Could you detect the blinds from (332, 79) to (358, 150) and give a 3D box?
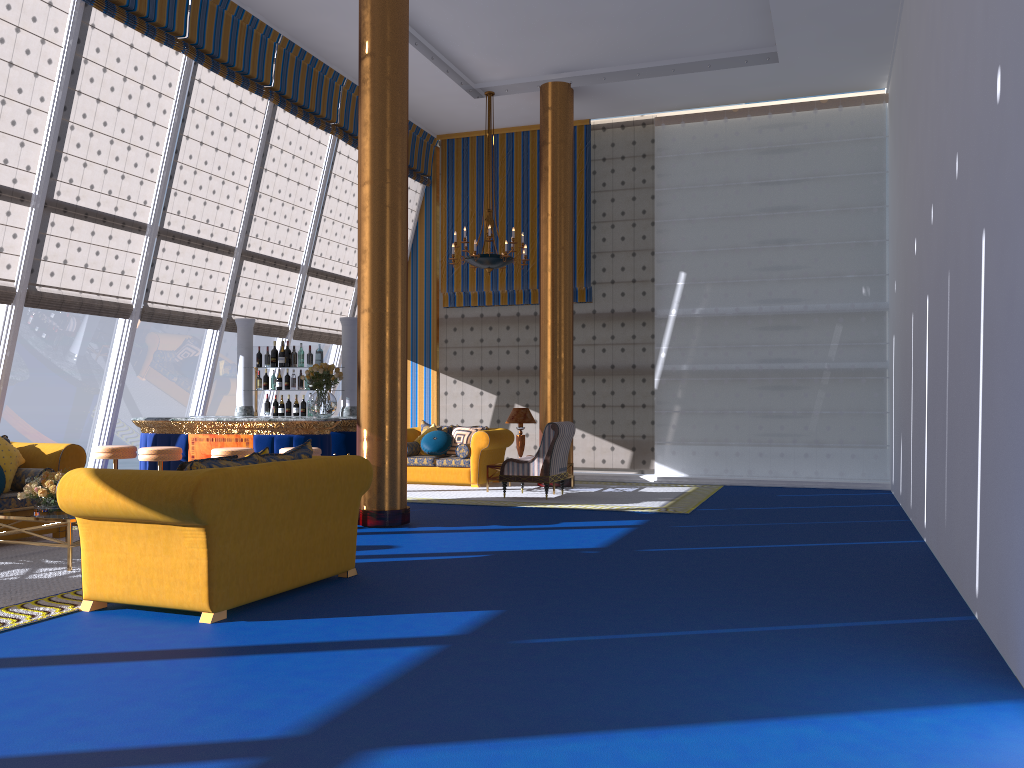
[{"bbox_3d":[-2.217,-3.863,13.237,0.336,0.830,1.535,0,-1,20],"label":"blinds"}]

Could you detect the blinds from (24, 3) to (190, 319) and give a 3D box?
[{"bbox_3d":[-4.118,-2.435,9.182,0.868,3.393,1.374,0,-1,20],"label":"blinds"}]

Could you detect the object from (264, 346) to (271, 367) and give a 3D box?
[{"bbox_3d":[-2.822,-0.313,10.243,0.073,0.246,0.072,0,-1,-21],"label":"object"}]

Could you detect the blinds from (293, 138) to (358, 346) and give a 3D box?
[{"bbox_3d":[-2.557,-2.330,13.484,0.868,3.393,1.374,0,-1,20],"label":"blinds"}]

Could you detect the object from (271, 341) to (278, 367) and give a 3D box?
[{"bbox_3d":[-2.715,-0.341,10.145,0.080,0.302,0.082,0,-1,25],"label":"object"}]

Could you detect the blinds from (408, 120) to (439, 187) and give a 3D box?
[{"bbox_3d":[-1.687,-3.827,14.697,0.336,0.830,1.535,0,-1,20],"label":"blinds"}]

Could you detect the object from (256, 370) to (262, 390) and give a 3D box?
[{"bbox_3d":[-2.893,-0.044,10.149,0.066,0.225,0.066,0,-1,-11],"label":"object"}]

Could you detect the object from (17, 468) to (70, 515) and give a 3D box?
[{"bbox_3d":[-3.486,0.828,6.826,0.454,0.388,0.504,0,-1,1],"label":"object"}]

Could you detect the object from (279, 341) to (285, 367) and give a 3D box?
[{"bbox_3d":[-2.615,-0.341,10.111,0.084,0.302,0.085,0,-1,14],"label":"object"}]

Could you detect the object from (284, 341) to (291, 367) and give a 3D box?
[{"bbox_3d":[-2.560,-0.342,10.119,0.080,0.302,0.082,0,-1,36],"label":"object"}]

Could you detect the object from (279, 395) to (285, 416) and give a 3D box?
[{"bbox_3d":[-2.626,0.246,10.124,0.068,0.244,0.068,0,-1,1],"label":"object"}]

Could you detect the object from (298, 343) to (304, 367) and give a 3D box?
[{"bbox_3d":[-2.390,-0.328,10.054,0.068,0.271,0.070,0,-1,30],"label":"object"}]

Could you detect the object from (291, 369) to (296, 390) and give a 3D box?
[{"bbox_3d":[-2.480,-0.053,10.072,0.057,0.239,0.057,0,-1,-6],"label":"object"}]

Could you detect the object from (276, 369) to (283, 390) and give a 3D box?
[{"bbox_3d":[-2.651,-0.051,10.110,0.068,0.244,0.068,0,-1,1],"label":"object"}]

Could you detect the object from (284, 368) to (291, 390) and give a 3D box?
[{"bbox_3d":[-2.555,-0.055,10.094,0.065,0.244,0.065,0,-1,1],"label":"object"}]

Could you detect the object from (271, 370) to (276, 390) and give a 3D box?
[{"bbox_3d":[-2.725,-0.047,10.134,0.059,0.230,0.058,0,-1,-21],"label":"object"}]

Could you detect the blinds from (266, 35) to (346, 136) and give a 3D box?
[{"bbox_3d":[-2.746,-3.899,11.780,0.336,0.830,1.535,0,-1,20],"label":"blinds"}]

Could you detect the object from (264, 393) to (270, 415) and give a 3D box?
[{"bbox_3d":[-2.797,0.229,10.143,0.071,0.242,0.071,0,-1,1],"label":"object"}]

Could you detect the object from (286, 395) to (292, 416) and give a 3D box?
[{"bbox_3d":[-2.541,0.242,10.098,0.065,0.244,0.065,0,-1,1],"label":"object"}]

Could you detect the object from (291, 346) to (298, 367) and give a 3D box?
[{"bbox_3d":[-2.479,-0.313,10.091,0.077,0.247,0.076,0,-1,-17],"label":"object"}]

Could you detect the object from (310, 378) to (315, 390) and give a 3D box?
[{"bbox_3d":[-2.258,-0.053,10.053,0.068,0.244,0.068,0,-1,1],"label":"object"}]

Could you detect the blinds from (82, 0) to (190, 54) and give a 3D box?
[{"bbox_3d":[-3.806,-3.970,8.858,0.336,0.830,1.535,0,-1,20],"label":"blinds"}]

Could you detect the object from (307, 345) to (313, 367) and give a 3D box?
[{"bbox_3d":[-2.292,-0.316,10.061,0.073,0.246,0.072,0,-1,-21],"label":"object"}]

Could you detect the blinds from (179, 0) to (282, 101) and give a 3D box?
[{"bbox_3d":[-3.276,-3.935,10.319,0.336,0.830,1.535,0,-1,20],"label":"blinds"}]

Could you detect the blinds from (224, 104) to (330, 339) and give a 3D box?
[{"bbox_3d":[-3.087,-2.366,12.023,0.868,3.393,1.374,0,-1,20],"label":"blinds"}]

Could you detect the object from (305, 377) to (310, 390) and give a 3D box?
[{"bbox_3d":[-2.324,-0.048,10.075,0.059,0.230,0.058,0,-1,-21],"label":"object"}]

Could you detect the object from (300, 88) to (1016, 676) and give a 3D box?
[{"bbox_3d":[-1.158,-6.825,7.115,62.742,33.597,63.816,0,-1,26],"label":"object"}]

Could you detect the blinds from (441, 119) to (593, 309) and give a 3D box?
[{"bbox_3d":[0.045,-2.797,14.851,2.643,2.990,0.153,0,-1,19],"label":"blinds"}]

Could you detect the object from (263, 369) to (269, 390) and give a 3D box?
[{"bbox_3d":[-2.812,-0.054,10.149,0.065,0.244,0.065,0,-1,1],"label":"object"}]

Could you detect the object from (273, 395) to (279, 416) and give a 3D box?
[{"bbox_3d":[-2.703,0.247,10.148,0.065,0.244,0.066,0,-1,23],"label":"object"}]

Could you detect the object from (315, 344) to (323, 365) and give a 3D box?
[{"bbox_3d":[-2.187,-0.325,10.067,0.091,0.259,0.092,0,-1,3],"label":"object"}]

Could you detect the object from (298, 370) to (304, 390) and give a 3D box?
[{"bbox_3d":[-2.399,-0.048,10.078,0.071,0.232,0.071,0,-1,-2],"label":"object"}]

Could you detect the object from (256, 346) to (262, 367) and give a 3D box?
[{"bbox_3d":[-2.915,-0.313,10.229,0.065,0.244,0.066,0,-1,23],"label":"object"}]

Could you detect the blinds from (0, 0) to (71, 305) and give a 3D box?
[{"bbox_3d":[-4.632,-2.470,7.764,0.868,3.393,1.374,0,-1,20],"label":"blinds"}]

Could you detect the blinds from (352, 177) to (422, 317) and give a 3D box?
[{"bbox_3d":[-2.047,-2.295,14.888,0.868,3.393,1.374,0,-1,20],"label":"blinds"}]

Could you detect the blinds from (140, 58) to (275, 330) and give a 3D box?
[{"bbox_3d":[-3.592,-2.400,10.631,0.868,3.393,1.374,0,-1,20],"label":"blinds"}]
